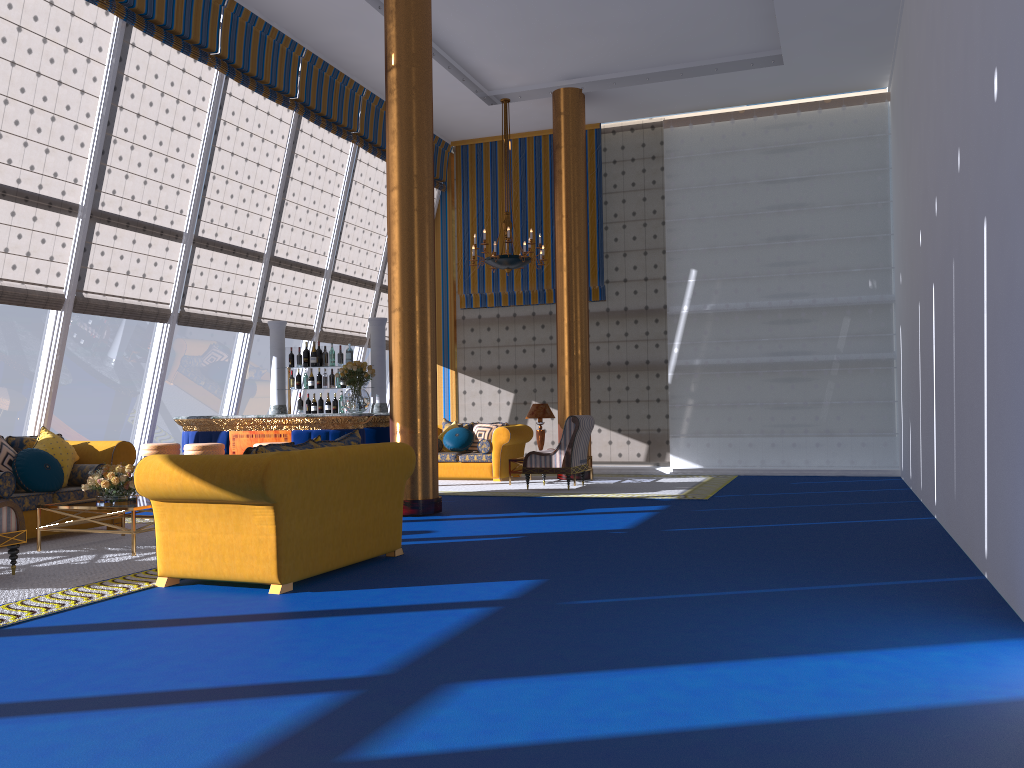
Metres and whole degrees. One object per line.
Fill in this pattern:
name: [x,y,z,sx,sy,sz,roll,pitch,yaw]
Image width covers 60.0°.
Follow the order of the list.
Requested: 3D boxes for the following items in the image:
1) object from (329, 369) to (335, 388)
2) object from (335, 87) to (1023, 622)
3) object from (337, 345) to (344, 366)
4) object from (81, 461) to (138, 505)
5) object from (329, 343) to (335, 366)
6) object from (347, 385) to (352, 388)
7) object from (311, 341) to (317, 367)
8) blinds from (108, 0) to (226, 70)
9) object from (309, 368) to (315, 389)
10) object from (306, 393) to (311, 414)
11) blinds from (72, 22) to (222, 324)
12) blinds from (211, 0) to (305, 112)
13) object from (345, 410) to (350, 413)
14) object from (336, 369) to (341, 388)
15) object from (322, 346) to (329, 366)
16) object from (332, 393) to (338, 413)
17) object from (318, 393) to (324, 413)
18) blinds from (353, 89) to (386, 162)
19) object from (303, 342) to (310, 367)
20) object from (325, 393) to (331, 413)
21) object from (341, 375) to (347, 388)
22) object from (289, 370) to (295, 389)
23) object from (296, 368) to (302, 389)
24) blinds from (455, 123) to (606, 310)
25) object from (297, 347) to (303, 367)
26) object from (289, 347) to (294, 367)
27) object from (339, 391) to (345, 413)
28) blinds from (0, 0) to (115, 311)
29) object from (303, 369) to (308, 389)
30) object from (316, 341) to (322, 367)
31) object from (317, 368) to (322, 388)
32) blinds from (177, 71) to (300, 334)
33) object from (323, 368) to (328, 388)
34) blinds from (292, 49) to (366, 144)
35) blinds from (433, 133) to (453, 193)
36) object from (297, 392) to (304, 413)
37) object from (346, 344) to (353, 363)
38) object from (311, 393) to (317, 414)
object: [-2.131,-0.066,10.510,0.071,0.232,0.071,-1,-1,-1]
object: [-1.034,-6.881,7.574,62.743,33.595,63.819,-2,-2,26]
object: [-2.029,-0.337,10.493,0.073,0.246,0.072,-1,-1,-21]
object: [-3.217,0.813,7.259,0.454,0.388,0.504,-1,-1,1]
object: [-2.127,-0.346,10.487,0.068,0.271,0.070,-2,-1,30]
object: [-1.912,-0.076,10.461,0.071,0.244,0.072,-2,-1,40]
object: [-2.352,-0.355,10.545,0.084,0.302,0.085,-1,-1,14]
blinds: [-3.618,-3.967,9.317,0.336,0.830,1.535,-1,-2,20]
object: [-2.382,-0.064,10.543,0.068,0.244,0.068,-1,-1,1]
object: [-2.428,0.235,10.580,0.065,0.244,0.066,-1,-1,24]
blinds: [-3.898,-2.425,9.635,0.868,3.393,1.374,-1,-1,20]
blinds: [-3.080,-3.934,10.775,0.336,0.830,1.535,-1,-2,20]
object: [-1.944,0.218,10.511,0.061,0.258,0.062,-1,-1,20]
object: [-2.056,-0.068,10.506,0.059,0.230,0.058,-1,-1,-21]
object: [-2.216,-0.329,10.525,0.077,0.247,0.076,-1,-1,-16]
object: [-2.097,0.227,10.520,0.065,0.244,0.065,-1,-1,1]
object: [-2.267,0.227,10.529,0.065,0.244,0.065,-1,-1,1]
blinds: [-2.005,-3.867,13.687,0.336,0.830,1.535,-1,-2,20]
object: [-2.451,-0.352,10.580,0.080,0.302,0.082,-1,-1,25]
object: [-2.180,0.225,10.528,0.068,0.244,0.068,-1,-1,1]
object: [-1.990,-0.073,10.484,0.068,0.244,0.068,-1,-1,1]
object: [-2.624,-0.052,10.583,0.066,0.225,0.066,-1,-1,-11]
object: [-2.543,-0.064,10.583,0.065,0.244,0.065,-1,-1,1]
blinds: [0.285,-2.836,15.284,2.643,2.989,0.153,-1,-1,19]
object: [-2.557,-0.322,10.678,0.073,0.246,0.072,-1,-1,-21]
object: [-2.651,-0.321,10.665,0.065,0.244,0.066,-1,-1,24]
object: [-2.020,0.215,10.528,0.069,0.269,0.068,-1,-1,-20]
blinds: [-4.421,-2.457,8.220,0.868,3.393,1.374,-1,-1,20]
object: [-2.456,-0.059,10.567,0.059,0.230,0.058,-1,-1,-21]
object: [-2.297,-0.357,10.553,0.080,0.302,0.082,-2,-1,37]
object: [-2.286,-0.070,10.527,0.065,0.244,0.065,-1,-1,1]
blinds: [-3.365,-2.392,11.081,0.868,3.393,1.374,-1,-1,20]
object: [-2.211,-0.070,10.505,0.057,0.239,0.057,-1,-1,-6]
blinds: [-2.542,-3.900,12.233,0.336,0.830,1.535,-1,-2,20]
blinds: [-1.467,-3.833,15.145,0.336,0.830,1.535,-1,-2,20]
object: [-2.523,0.219,10.576,0.071,0.242,0.071,-1,-1,2]
object: [-1.923,-0.347,10.499,0.091,0.259,0.092,-1,-1,3]
object: [-2.352,0.233,10.555,0.068,0.244,0.068,-1,-1,1]
